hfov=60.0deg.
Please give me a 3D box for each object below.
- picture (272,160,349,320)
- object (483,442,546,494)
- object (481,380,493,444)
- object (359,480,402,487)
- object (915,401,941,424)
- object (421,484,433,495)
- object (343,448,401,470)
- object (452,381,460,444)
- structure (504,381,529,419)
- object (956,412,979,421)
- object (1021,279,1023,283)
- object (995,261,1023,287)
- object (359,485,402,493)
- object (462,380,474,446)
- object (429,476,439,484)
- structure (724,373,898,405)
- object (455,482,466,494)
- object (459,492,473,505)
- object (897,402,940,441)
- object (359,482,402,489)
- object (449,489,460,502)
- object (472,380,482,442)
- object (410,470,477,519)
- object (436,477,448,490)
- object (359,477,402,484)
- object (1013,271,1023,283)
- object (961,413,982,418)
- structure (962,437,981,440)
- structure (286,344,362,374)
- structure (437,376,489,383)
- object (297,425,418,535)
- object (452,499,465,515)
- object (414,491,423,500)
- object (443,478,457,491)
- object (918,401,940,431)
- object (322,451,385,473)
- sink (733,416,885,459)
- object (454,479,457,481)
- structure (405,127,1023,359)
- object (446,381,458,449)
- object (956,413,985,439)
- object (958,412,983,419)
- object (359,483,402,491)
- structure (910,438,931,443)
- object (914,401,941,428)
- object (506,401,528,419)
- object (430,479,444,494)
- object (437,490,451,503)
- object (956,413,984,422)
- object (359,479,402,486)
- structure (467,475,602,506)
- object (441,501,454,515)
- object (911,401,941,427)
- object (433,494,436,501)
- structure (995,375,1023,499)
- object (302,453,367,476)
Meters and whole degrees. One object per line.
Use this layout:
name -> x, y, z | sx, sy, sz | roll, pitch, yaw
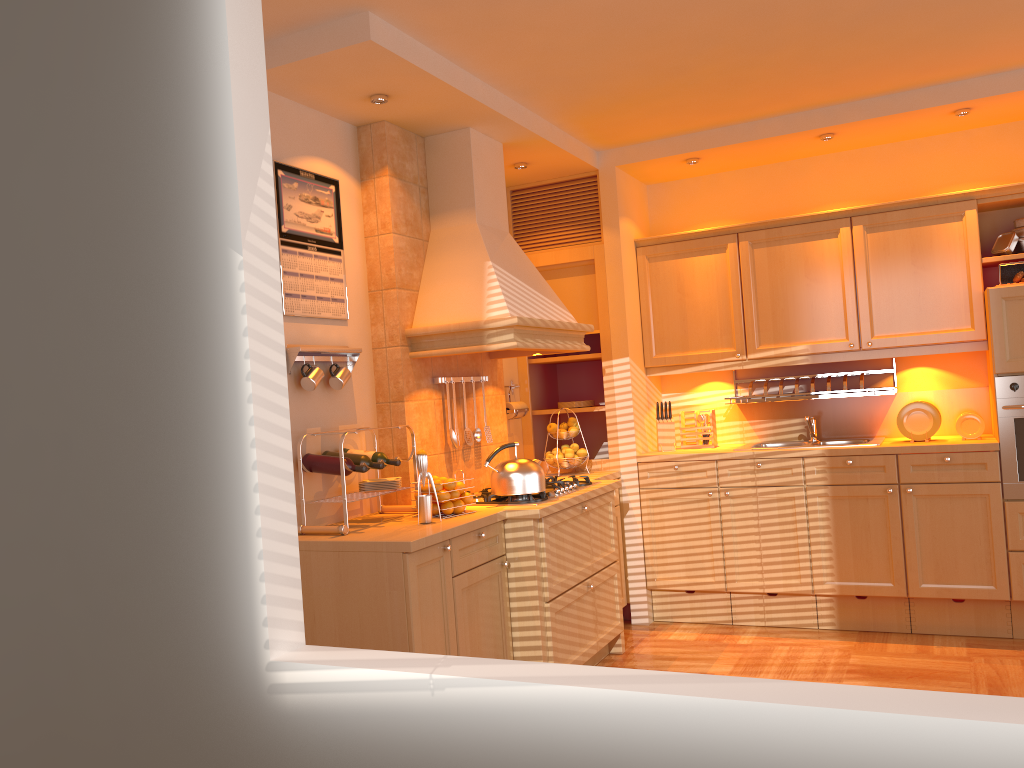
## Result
picture -> -0.817, -0.573, 3.627 | 0.009, 0.605, 0.417 | -4, -1, 26
object -> 0.020, 0.364, 3.913 | 0.242, 0.215, 0.251 | -4, -1, 13
object -> -0.129, 0.139, 4.483 | 0.020, 0.323, 0.061 | -4, -1, 26
object -> -0.542, 0.415, 3.663 | 0.172, 0.011, 0.163 | -4, -1, -5
object -> 2.142, 0.190, 4.663 | 0.205, 0.200, 0.049 | -4, -1, 27
object -> -0.343, 0.432, 3.622 | 0.063, 0.051, 0.053 | -5, -1, 31
object -> -0.578, 0.304, 3.614 | 0.282, 0.095, 0.076 | -4, -1, 26
object -> -0.267, 0.143, 4.215 | 0.006, 0.319, 0.028 | -4, -1, 26
structure -> -0.004, 0.089, 5.063 | 0.126, 0.220, 0.320 | -4, -1, 26
object -> 2.392, 0.210, 4.631 | 0.133, 0.129, 0.037 | -4, -1, 28
object -> 2.520, -0.509, 4.330 | 0.068, 0.035, 0.067 | -4, -1, -24
object -> 2.570, -0.544, 4.313 | 0.400, 0.123, 0.280 | -4, -1, 26
object -> -0.540, 0.435, 3.663 | 0.172, 0.011, 0.163 | -4, -1, -5
object -> -0.218, 0.141, 4.304 | 0.017, 0.320, 0.090 | -4, -1, 26
object -> -0.321, 0.414, 3.720 | 0.059, 0.060, 0.050 | -4, -1, -15
structure -> 1.683, 0.022, 5.021 | 0.900, 0.126, 0.300 | -4, -1, 26
object -> -0.218, 0.431, 3.669 | 0.053, 0.052, 0.061 | -4, -1, -1
object -> -0.189, 0.475, 3.674 | 0.052, 0.054, 0.061 | -4, -1, -37
object -> 2.102, 0.192, 4.589 | 0.205, 0.200, 0.049 | -4, -1, 27
object -> -0.541, 0.422, 3.663 | 0.172, 0.011, 0.163 | -4, -1, -5
object -> -0.242, 0.453, 3.622 | 0.052, 0.053, 0.062 | -3, -1, -42
object -> -0.192, 0.135, 4.397 | 0.037, 0.309, 0.077 | -4, -1, 25
object -> -0.285, 0.452, 3.663 | 0.189, 0.174, 0.207 | -5, -1, 41
object -> -0.285, 0.409, 3.653 | 0.063, 0.053, 0.051 | -4, -1, -13
object -> -0.543, 0.402, 3.663 | 0.172, 0.011, 0.163 | -4, -1, -5
object -> 2.490, -0.520, 4.355 | 0.055, 0.064, 0.069 | -5, -1, 30
object -> 2.355, 0.212, 4.557 | 0.133, 0.129, 0.037 | -4, -1, 26
structure -> 2.360, 0.275, 4.557 | 0.084, 0.010, 0.219 | -4, -1, 27
structure -> -0.755, -0.102, 3.610 | 0.069, 0.118, 0.405 | -4, -1, 26
structure -> -0.234, -0.022, 4.332 | 0.009, 0.024, 0.506 | -4, -1, 26
object -> -0.606, 0.371, 3.563 | 0.221, 0.379, 0.572 | -4, -1, 26
object -> -0.230, 0.504, 3.638 | 0.074, 0.063, 0.064 | -4, -1, 6
object -> -0.372, 0.463, 3.649 | 0.060, 0.055, 0.053 | -4, -1, 29
object -> -0.253, 0.409, 3.603 | 0.053, 0.051, 0.063 | -5, -1, 33
object -> 2.115, 0.192, 4.614 | 0.205, 0.200, 0.049 | -4, -1, 27
object -> -0.628, 0.306, 3.510 | 0.282, 0.095, 0.076 | -4, -1, 26
sink -> 1.639, 0.341, 4.880 | 0.746, 0.336, 0.465 | -4, -1, 26
object -> -0.254, 0.422, 3.716 | 0.063, 0.053, 0.051 | -4, -1, -1
structure -> 1.538, -0.736, 4.244 | 4.091, 1.148, 1.061 | -4, -1, 0
object -> -0.282, 0.146, 4.157 | 0.028, 0.323, 0.055 | -4, -1, 26
object -> 2.317, 0.214, 4.484 | 0.133, 0.129, 0.037 | -4, -1, 26
object -> 2.367, 0.211, 4.582 | 0.133, 0.129, 0.037 | -4, -1, 26
object -> -0.541, 0.428, 3.663 | 0.172, 0.011, 0.163 | -4, -1, -5
structure -> 2.136, 0.292, 4.632 | 0.084, 0.010, 0.219 | -4, -1, 29
object -> 2.155, 0.190, 4.688 | 0.205, 0.200, 0.049 | -4, -1, 27
object -> 0.012, 0.149, 5.057 | 0.096, 0.094, 0.186 | -4, -1, 26
object -> -0.303, 0.416, 3.587 | 0.057, 0.060, 0.052 | -4, -1, -26
object -> -0.277, 0.454, 3.570 | 0.053, 0.051, 0.063 | -5, -1, 45
object -> 2.330, 0.213, 4.508 | 0.133, 0.129, 0.037 | -4, -1, 26
object -> -0.542, 0.408, 3.663 | 0.172, 0.011, 0.163 | -4, -1, -5
structure -> 0.055, 0.498, 4.207 | 0.494, 0.051, 0.797 | -4, -1, 26
object -> -0.261, 0.500, 3.585 | 0.052, 0.057, 0.060 | -4, -1, -12
object -> 2.128, 0.191, 4.638 | 0.205, 0.200, 0.049 | -4, -1, 27
object -> -0.299, 0.454, 3.624 | 0.051, 0.053, 0.064 | -4, -1, -11
structure -> 2.573, 0.239, 4.084 | 0.576, 0.583, 0.066 | -4, -1, 26
object -> -0.679, 0.308, 3.406 | 0.282, 0.095, 0.076 | -4, -1, 26
